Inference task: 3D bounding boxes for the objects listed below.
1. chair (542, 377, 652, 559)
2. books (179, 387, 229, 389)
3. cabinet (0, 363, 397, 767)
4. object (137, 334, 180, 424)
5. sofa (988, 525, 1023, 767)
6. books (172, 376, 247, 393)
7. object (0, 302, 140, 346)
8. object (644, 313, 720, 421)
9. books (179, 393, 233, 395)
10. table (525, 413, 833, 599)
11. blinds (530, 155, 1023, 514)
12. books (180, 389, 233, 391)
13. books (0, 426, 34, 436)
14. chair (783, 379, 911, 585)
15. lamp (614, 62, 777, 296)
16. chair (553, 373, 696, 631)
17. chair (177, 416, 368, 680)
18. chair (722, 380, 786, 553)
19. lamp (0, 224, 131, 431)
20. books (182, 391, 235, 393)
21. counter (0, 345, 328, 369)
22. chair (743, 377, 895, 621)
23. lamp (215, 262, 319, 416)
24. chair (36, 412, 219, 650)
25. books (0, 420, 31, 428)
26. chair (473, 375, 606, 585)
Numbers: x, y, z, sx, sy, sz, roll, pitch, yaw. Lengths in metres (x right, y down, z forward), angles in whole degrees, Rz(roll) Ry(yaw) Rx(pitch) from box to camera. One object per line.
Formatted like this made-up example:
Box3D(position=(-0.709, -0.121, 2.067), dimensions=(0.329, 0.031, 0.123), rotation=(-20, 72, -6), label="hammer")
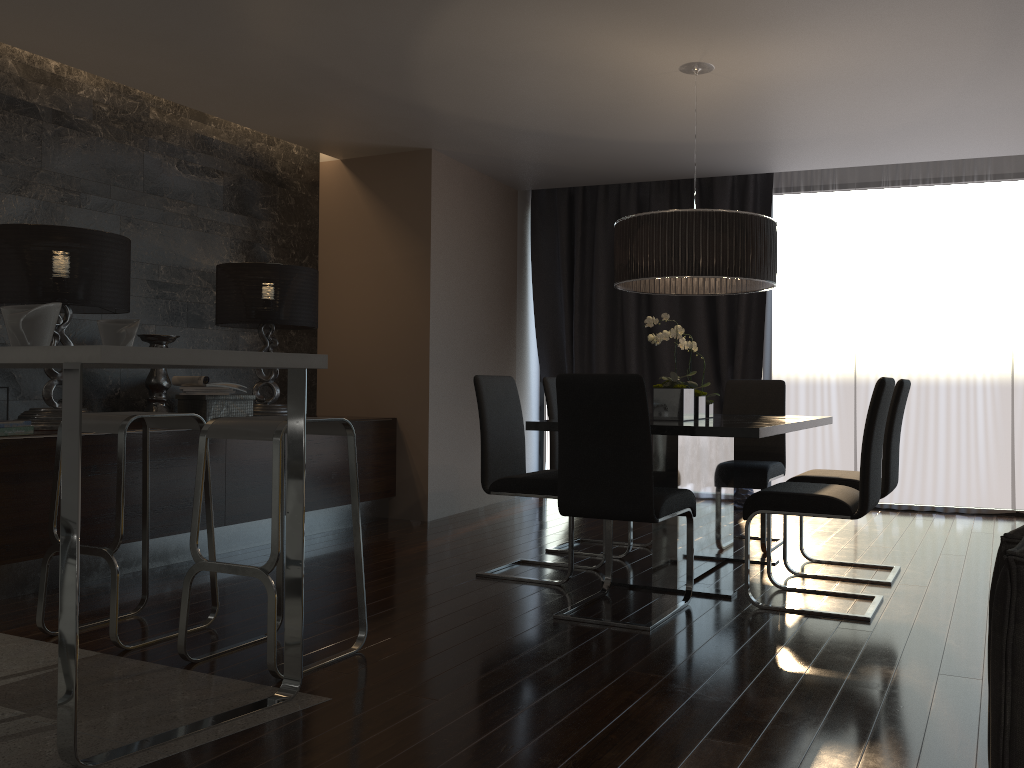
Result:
Box3D(position=(0.496, 0.446, 4.949), dimensions=(0.548, 0.965, 0.446), rotation=(0, -1, 27), label="chair")
Box3D(position=(-1.753, 0.023, 5.022), dimensions=(0.263, 0.011, 0.306), rotation=(1, 0, -21), label="books")
Box3D(position=(-1.227, -0.342, 2.226), dimensions=(4.257, 2.501, 7.222), rotation=(0, 0, 28), label="cabinet")
Box3D(position=(-1.918, -0.024, 4.768), dimensions=(0.215, 0.485, 0.201), rotation=(1, -1, -15), label="object")
Box3D(position=(2.445, 0.589, 1.544), dimensions=(2.593, 0.704, 2.616), rotation=(0, 0, 37), label="sofa")
Box3D(position=(-1.754, 0.010, 5.102), dimensions=(0.306, 0.109, 0.287), rotation=(0, 0, 37), label="books")
Box3D(position=(-1.242, -0.158, 2.480), dimensions=(0.180, 0.133, 0.457), rotation=(0, 0, 29), label="object")
Box3D(position=(0.814, -0.081, 4.301), dimensions=(0.298, 0.501, 0.597), rotation=(0, 0, 25), label="object")
Box3D(position=(-1.742, 0.055, 5.032), dimensions=(0.261, 0.011, 0.309), rotation=(1, 0, -15), label="books")
Box3D(position=(0.914, 0.551, 4.353), dimensions=(0.996, 0.760, 1.672), rotation=(0, 0, 28), label="table")
Box3D(position=(3.562, -0.478, 6.177), dimensions=(7.258, 2.894, 0.772), rotation=(1, -1, 18), label="blinds")
Box3D(position=(-1.751, 0.034, 5.030), dimensions=(0.264, 0.011, 0.304), rotation=(1, 0, -26), label="books")
Box3D(position=(-2.183, 0.198, 3.699), dimensions=(0.178, 0.034, 0.245), rotation=(1, 0, 6), label="books")
Box3D(position=(1.675, 0.457, 4.391), dimensions=(0.548, 0.965, 0.446), rotation=(0, -1, 27), label="chair")
Box3D(position=(0.911, -1.030, 4.366), dimensions=(0.846, 1.103, 0.762), rotation=(1, -1, -39), label="lamp")
Box3D(position=(0.463, 0.444, 3.598), dimensions=(0.409, 0.965, 0.597), rotation=(0, -1, 28), label="chair")
Box3D(position=(-0.786, 0.513, 2.948), dimensions=(0.402, 0.800, 0.449), rotation=(0, -1, 27), label="chair")
Box3D(position=(1.351, 0.454, 5.140), dimensions=(0.409, 0.965, 0.597), rotation=(0, -1, 28), label="chair")
Box3D(position=(-2.179, -0.253, 4.239), dimensions=(0.575, 0.934, 0.610), rotation=(0, -1, 18), label="lamp")
Box3D(position=(-1.742, 0.045, 5.048), dimensions=(0.264, 0.011, 0.304), rotation=(1, 0, -26), label="books")
Box3D(position=(-2.726, -0.087, 1.266), dimensions=(2.577, 0.041, 4.205), rotation=(1, 0, 28), label="counter")
Box3D(position=(1.318, 0.452, 3.752), dimensions=(0.548, 0.965, 0.446), rotation=(0, -1, 27), label="chair")
Box3D(position=(-1.511, -0.246, 5.436), dimensions=(0.624, 0.934, 0.561), rotation=(1, -1, -36), label="lamp")
Box3D(position=(-1.398, 0.508, 3.237), dimensions=(0.402, 0.800, 0.449), rotation=(0, -1, 27), label="chair")
Box3D(position=(-2.178, 0.169, 3.691), dimensions=(0.165, 0.024, 0.230), rotation=(1, 0, 7), label="books")
Box3D(position=(0.138, 0.441, 4.310), dimensions=(0.548, 0.965, 0.446), rotation=(0, -1, 27), label="chair")
